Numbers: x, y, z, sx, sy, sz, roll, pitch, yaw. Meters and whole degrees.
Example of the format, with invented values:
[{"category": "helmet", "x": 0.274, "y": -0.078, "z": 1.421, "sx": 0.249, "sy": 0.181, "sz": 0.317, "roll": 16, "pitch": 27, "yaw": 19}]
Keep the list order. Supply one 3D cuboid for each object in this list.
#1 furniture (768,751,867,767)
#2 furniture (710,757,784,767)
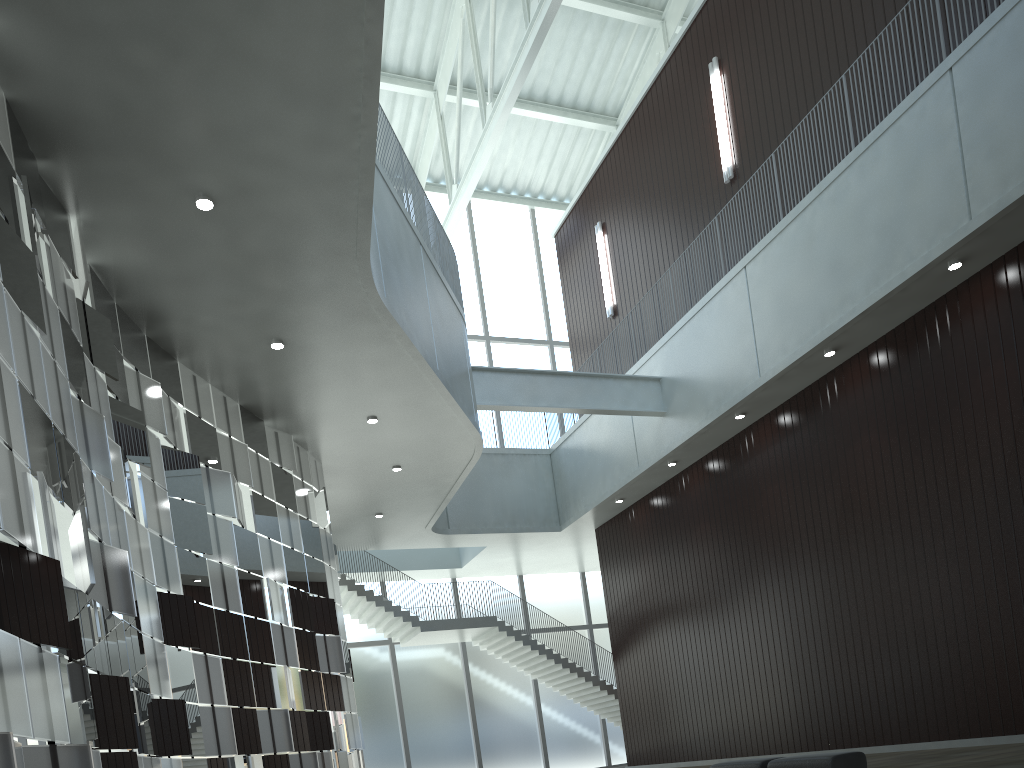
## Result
[{"category": "furniture", "x": 13.589, "y": 17.130, "z": 35.851, "sx": 2.105, "sy": 1.004, "sz": 4.440, "roll": 0, "pitch": -25, "yaw": -22}, {"category": "furniture", "x": 11.901, "y": 19.323, "z": 40.047, "sx": 2.105, "sy": 1.004, "sz": 4.440, "roll": 0, "pitch": -25, "yaw": -22}]
